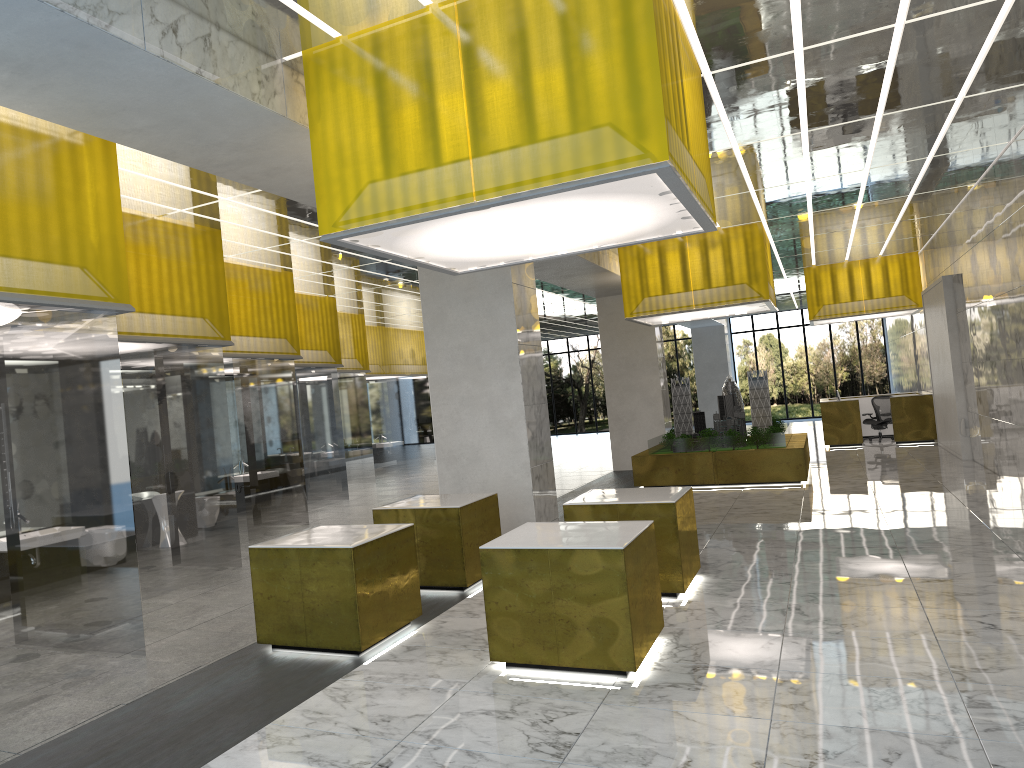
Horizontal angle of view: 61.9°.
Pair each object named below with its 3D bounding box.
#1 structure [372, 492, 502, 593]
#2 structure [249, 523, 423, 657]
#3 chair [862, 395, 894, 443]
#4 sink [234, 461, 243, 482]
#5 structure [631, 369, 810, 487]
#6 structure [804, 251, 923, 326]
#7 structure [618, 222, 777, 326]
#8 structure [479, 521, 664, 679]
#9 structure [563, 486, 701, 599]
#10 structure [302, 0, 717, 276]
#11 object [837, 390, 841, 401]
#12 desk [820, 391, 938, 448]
[{"bbox_3d":[-1.017,2.235,12.122,1.423,1.173,1.387,-6,-1,24],"label":"structure"},{"bbox_3d":[-1.943,2.273,9.570,1.423,1.173,1.387,-6,-1,24],"label":"structure"},{"bbox_3d":[12.131,1.149,28.115,0.969,1.494,1.193,-4,-2,-42],"label":"chair"},{"bbox_3d":[-7.273,2.517,23.884,0.910,1.053,1.334,-6,-1,22],"label":"sink"},{"bbox_3d":[5.470,1.016,22.171,4.031,2.571,4.950,-6,-1,23],"label":"structure"},{"bbox_3d":[11.580,-3.325,28.451,3.393,2.270,2.995,-6,-1,24],"label":"structure"},{"bbox_3d":[4.621,-2.829,21.138,3.393,2.270,3.117,-6,-1,24],"label":"structure"},{"bbox_3d":[0.613,2.021,8.207,1.423,1.173,1.387,-6,-1,24],"label":"structure"},{"bbox_3d":[1.540,1.982,10.765,1.423,1.173,1.387,-6,-1,24],"label":"structure"},{"bbox_3d":[0.112,-2.640,8.706,3.392,2.270,3.116,-6,-1,24],"label":"structure"},{"bbox_3d":[11.172,0.529,28.782,0.574,0.668,0.721,-6,-1,23],"label":"object"},{"bbox_3d":[12.060,1.164,28.309,3.353,1.509,3.347,-6,-1,24],"label":"desk"}]
